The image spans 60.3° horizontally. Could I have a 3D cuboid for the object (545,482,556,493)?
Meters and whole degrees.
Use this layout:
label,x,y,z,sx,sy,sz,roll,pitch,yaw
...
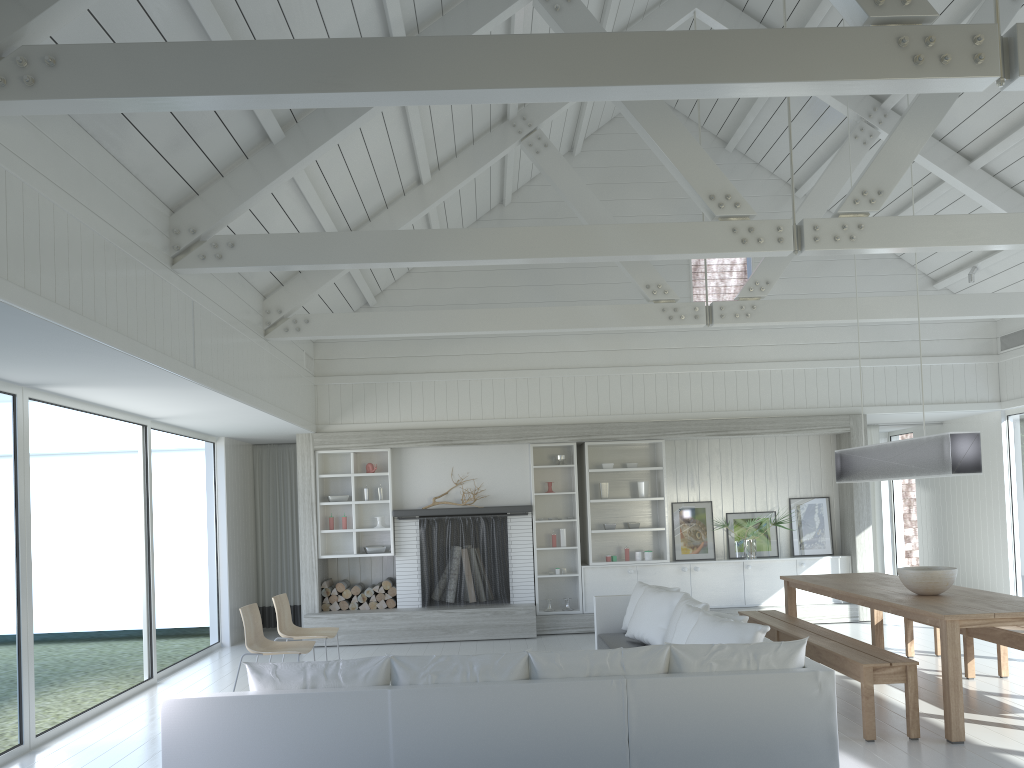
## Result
label,x,y,z,sx,sy,sz,roll,pitch,yaw
object,0.451,1.230,10.466,0.137,0.129,0.137,-6,-7,41

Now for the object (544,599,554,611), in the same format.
label,x,y,z,sx,sy,sz,roll,pitch,yaw
object,0.439,2.612,10.426,0.137,0.129,0.137,-6,-7,41

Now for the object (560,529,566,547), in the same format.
label,x,y,z,sx,sy,sz,roll,pitch,yaw
object,0.605,1.822,10.454,0.072,0.210,0.071,-2,-2,-2

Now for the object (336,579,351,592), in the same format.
label,x,y,z,sx,sy,sz,roll,pitch,yaw
object,-2.002,2.396,10.469,0.110,0.110,0.498,-2,-8,-3

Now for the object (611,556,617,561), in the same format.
label,x,y,z,sx,sy,sz,roll,pitch,yaw
object,1.211,2.072,10.474,0.058,0.061,0.058,0,-5,-24

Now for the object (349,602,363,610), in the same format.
label,x,y,z,sx,sy,sz,roll,pitch,yaw
object,-1.847,2.600,10.474,0.105,0.114,0.520,-2,-8,-3

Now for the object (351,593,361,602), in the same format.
label,x,y,z,sx,sy,sz,roll,pitch,yaw
object,-1.837,2.526,10.455,0.080,0.079,0.481,-2,-8,-3

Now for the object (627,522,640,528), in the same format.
label,x,y,z,sx,sy,sz,roll,pitch,yaw
object,1.466,1.702,10.617,0.141,0.066,0.142,-2,-7,-2

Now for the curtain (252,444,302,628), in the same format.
label,x,y,z,sx,sy,sz,roll,pitch,yaw
curtain,-2.999,1.946,11.353,0.630,2.362,0.117,-2,-2,-2

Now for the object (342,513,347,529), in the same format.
label,x,y,z,sx,sy,sz,roll,pitch,yaw
object,-1.956,1.598,10.296,0.054,0.195,0.054,-2,-2,-1

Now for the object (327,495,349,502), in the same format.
label,x,y,z,sx,sy,sz,roll,pitch,yaw
object,-2.036,1.346,10.317,0.242,0.072,0.244,0,-8,-16

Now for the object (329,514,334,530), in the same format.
label,x,y,z,sx,sy,sz,roll,pitch,yaw
object,-2.108,1.603,10.292,0.054,0.195,0.054,-2,-2,-1

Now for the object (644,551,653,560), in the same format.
label,x,y,z,sx,sy,sz,roll,pitch,yaw
object,1.618,2.029,10.445,0.085,0.111,0.085,-5,-5,33

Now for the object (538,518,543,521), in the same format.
label,x,y,z,sx,sy,sz,roll,pitch,yaw
object,0.336,1.595,10.384,0.054,0.025,0.055,-2,-7,-2

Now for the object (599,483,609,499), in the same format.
label,x,y,z,sx,sy,sz,roll,pitch,yaw
object,1.096,1.273,10.478,0.102,0.196,0.103,-2,-3,-2

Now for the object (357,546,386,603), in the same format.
label,x,y,z,sx,sy,sz,roll,pitch,yaw
object,-1.689,2.247,10.444,0.341,0.641,0.616,-1,-5,-17

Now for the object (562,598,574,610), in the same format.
label,x,y,z,sx,sy,sz,roll,pitch,yaw
object,0.658,2.605,10.431,0.137,0.129,0.137,-6,-7,41

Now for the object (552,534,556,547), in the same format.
label,x,y,z,sx,sy,sz,roll,pitch,yaw
object,0.499,1.833,10.453,0.054,0.195,0.054,-2,-2,-2

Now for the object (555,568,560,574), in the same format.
label,x,y,z,sx,sy,sz,roll,pitch,yaw
object,0.541,2.214,10.445,0.054,0.071,0.054,-2,-4,-2

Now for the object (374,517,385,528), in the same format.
label,x,y,z,sx,sy,sz,roll,pitch,yaw
object,-1.551,1.617,10.303,0.137,0.129,0.138,-1,-5,-14

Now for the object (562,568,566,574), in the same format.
label,x,y,z,sx,sy,sz,roll,pitch,yaw
object,0.616,2.216,10.445,0.058,0.061,0.058,-2,-5,-2

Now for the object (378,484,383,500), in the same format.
label,x,y,z,sx,sy,sz,roll,pitch,yaw
object,-1.537,1.266,10.316,0.054,0.195,0.054,-2,-2,-1

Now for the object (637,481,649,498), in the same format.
label,x,y,z,sx,sy,sz,roll,pitch,yaw
object,1.564,1.258,10.490,0.103,0.196,0.103,-5,-4,43

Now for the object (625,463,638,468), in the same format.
label,x,y,z,sx,sy,sz,roll,pitch,yaw
object,1.440,0.991,10.637,0.141,0.066,0.142,-2,-7,-2

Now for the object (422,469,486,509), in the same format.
label,x,y,z,sx,sy,sz,roll,pitch,yaw
object,-0.599,1.197,10.202,0.783,0.500,0.460,2,-6,-32

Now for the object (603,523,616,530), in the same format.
label,x,y,z,sx,sy,sz,roll,pitch,yaw
object,1.161,1.693,10.467,0.141,0.066,0.142,-2,-7,-2

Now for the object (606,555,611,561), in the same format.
label,x,y,z,sx,sy,sz,roll,pitch,yaw
object,1.142,2.066,10.446,0.054,0.071,0.055,0,-4,-23

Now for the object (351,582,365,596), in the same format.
label,x,y,z,sx,sy,sz,roll,pitch,yaw
object,-1.827,2.434,10.471,0.109,0.109,0.498,-2,-8,-3

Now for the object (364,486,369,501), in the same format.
label,x,y,z,sx,sy,sz,roll,pitch,yaw
object,-1.702,1.271,10.312,0.054,0.195,0.054,-2,-2,-1

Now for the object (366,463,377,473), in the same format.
label,x,y,z,sx,sy,sz,roll,pitch,yaw
object,-1.650,0.984,10.312,0.232,0.126,0.059,-8,-6,43

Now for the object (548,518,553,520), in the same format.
label,x,y,z,sx,sy,sz,roll,pitch,yaw
object,0.453,1.599,10.441,0.054,0.025,0.055,-2,-7,-2

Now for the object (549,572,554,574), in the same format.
label,x,y,z,sx,sy,sz,roll,pitch,yaw
object,0.465,2.240,10.442,0.054,0.025,0.055,-2,-7,-2

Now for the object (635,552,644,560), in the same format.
label,x,y,z,sx,sy,sz,roll,pitch,yaw
object,1.522,2.050,10.510,0.092,0.095,0.090,-5,-5,32

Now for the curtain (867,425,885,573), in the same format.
label,x,y,z,sx,sy,sz,roll,pitch,yaw
curtain,4.442,1.721,11.690,1.006,2.362,0.117,-2,-2,-1

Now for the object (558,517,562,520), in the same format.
label,x,y,z,sx,sy,sz,roll,pitch,yaw
object,0.570,1.602,10.499,0.054,0.025,0.055,-2,-7,-2

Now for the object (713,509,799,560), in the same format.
label,x,y,z,sx,sy,sz,roll,pitch,yaw
object,2.859,1.740,10.325,0.971,0.627,0.626,-2,-5,-4

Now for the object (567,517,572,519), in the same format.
label,x,y,z,sx,sy,sz,roll,pitch,yaw
object,0.687,1.606,10.556,0.054,0.025,0.055,-2,-7,-2

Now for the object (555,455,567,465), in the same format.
label,x,y,z,sx,sy,sz,roll,pitch,yaw
object,0.579,0.906,10.452,0.162,0.123,0.162,-5,-6,31

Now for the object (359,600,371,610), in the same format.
label,x,y,z,sx,sy,sz,roll,pitch,yaw
object,-1.719,2.630,10.485,0.134,0.146,0.552,-2,-7,-2

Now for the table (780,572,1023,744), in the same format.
label,x,y,z,sx,sy,sz,roll,pitch,yaw
table,2.975,1.933,6.667,0.906,0.759,2.969,-2,-7,-2

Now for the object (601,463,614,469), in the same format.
label,x,y,z,sx,sy,sz,roll,pitch,yaw
object,1.135,0.982,10.487,0.141,0.066,0.142,-2,-7,-2

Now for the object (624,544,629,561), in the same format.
label,x,y,z,sx,sy,sz,roll,pitch,yaw
object,1.366,1.999,10.470,0.054,0.195,0.054,-2,-2,-2

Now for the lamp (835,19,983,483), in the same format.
label,x,y,z,sx,sy,sz,roll,pitch,yaw
lamp,2.840,-1.391,6.707,0.200,4.228,1.915,-2,-3,-2
